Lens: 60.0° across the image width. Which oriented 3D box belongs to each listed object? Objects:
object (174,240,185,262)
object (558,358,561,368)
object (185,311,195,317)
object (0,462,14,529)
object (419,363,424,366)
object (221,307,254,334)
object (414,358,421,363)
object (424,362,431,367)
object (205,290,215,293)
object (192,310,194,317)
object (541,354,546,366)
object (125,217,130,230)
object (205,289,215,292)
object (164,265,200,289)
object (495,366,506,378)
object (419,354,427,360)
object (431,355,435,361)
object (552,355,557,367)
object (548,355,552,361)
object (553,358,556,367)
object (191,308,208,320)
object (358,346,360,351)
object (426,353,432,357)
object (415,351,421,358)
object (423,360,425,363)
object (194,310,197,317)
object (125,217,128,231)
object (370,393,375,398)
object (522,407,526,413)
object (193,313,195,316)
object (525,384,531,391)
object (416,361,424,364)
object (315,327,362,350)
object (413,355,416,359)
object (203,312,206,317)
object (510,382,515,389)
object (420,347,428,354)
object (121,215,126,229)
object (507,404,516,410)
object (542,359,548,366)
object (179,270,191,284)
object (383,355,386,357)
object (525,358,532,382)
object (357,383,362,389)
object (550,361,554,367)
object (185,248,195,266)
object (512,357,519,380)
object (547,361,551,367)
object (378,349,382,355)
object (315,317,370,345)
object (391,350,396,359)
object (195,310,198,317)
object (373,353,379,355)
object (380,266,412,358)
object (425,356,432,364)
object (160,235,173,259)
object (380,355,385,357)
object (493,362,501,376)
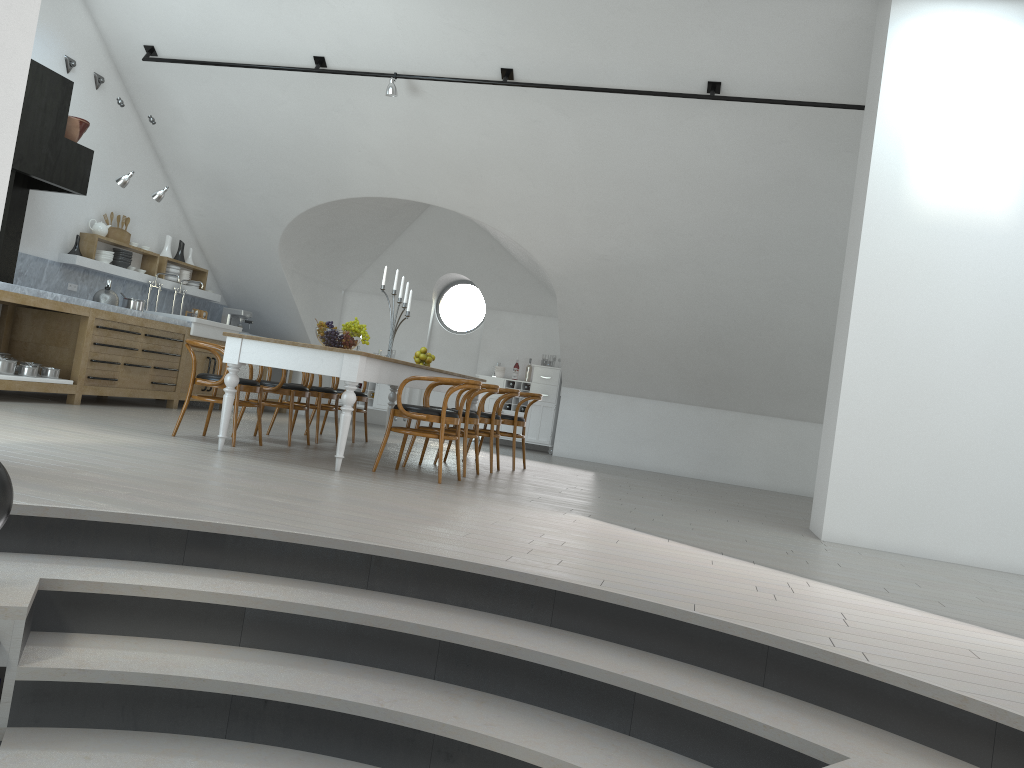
[{"bbox_3d":[-4.017,-1.609,10.745,0.156,0.268,0.156,8,-2,17],"label":"object"},{"bbox_3d":[0.645,-0.278,12.115,0.046,0.143,0.046,7,-3,24],"label":"object"},{"bbox_3d":[-4.011,-0.817,11.030,0.100,0.171,0.172,8,-2,14],"label":"object"},{"bbox_3d":[-1.679,0.324,2.671,0.319,0.563,0.320,9,-2,-14],"label":"object"},{"bbox_3d":[-0.862,-0.180,8.460,0.050,0.050,0.051,8,-2,16],"label":"object"},{"bbox_3d":[-3.562,-0.807,11.628,0.387,0.321,0.323,8,-2,13],"label":"object"},{"bbox_3d":[-0.901,-0.226,8.452,0.060,0.056,0.059,8,-2,7],"label":"object"},{"bbox_3d":[-0.814,-0.180,8.512,0.063,0.063,0.063,8,-2,24],"label":"object"},{"bbox_3d":[-3.927,-1.184,11.385,0.213,0.025,0.213,9,-1,0],"label":"object"},{"bbox_3d":[-3.985,-0.827,11.054,0.019,0.196,0.022,8,-3,1],"label":"object"},{"bbox_3d":[0.434,-0.320,12.128,0.048,0.169,0.048,6,-4,45],"label":"object"},{"bbox_3d":[-4.247,-1.687,9.733,0.039,0.298,0.067,8,-3,13],"label":"object"},{"bbox_3d":[-3.926,-1.193,11.386,0.213,0.025,0.213,9,-1,0],"label":"object"},{"bbox_3d":[-4.030,-1.302,10.807,0.198,0.196,0.655,8,-1,12],"label":"object"},{"bbox_3d":[-0.168,-0.160,12.253,0.154,0.160,0.157,7,-3,41],"label":"object"},{"bbox_3d":[-0.846,-0.256,8.430,0.071,0.064,0.072,8,-2,6],"label":"object"},{"bbox_3d":[-0.768,-0.251,8.538,0.063,0.063,0.062,9,-2,-25],"label":"object"},{"bbox_3d":[0.574,-0.305,12.256,0.063,0.187,0.063,9,-3,-1],"label":"object"},{"bbox_3d":[0.511,-0.311,12.252,0.054,0.179,0.054,8,-3,7],"label":"object"},{"bbox_3d":[0.575,-0.289,12.098,0.046,0.143,0.046,7,-3,24],"label":"object"},{"bbox_3d":[-3.971,-0.833,11.250,0.104,0.223,0.200,8,-2,13],"label":"object"},{"bbox_3d":[-2.209,-0.466,12.713,0.039,0.164,0.024,7,-3,25],"label":"object"},{"bbox_3d":[-0.799,-0.273,8.493,0.058,0.057,0.053,8,-2,27],"label":"object"},{"bbox_3d":[-0.898,-0.280,8.479,0.066,0.071,0.072,9,-2,-18],"label":"object"},{"bbox_3d":[-0.822,-0.235,8.563,0.076,0.076,0.077,9,-2,-20],"label":"object"},{"bbox_3d":[-3.969,-0.825,11.070,0.023,0.196,0.018,8,-3,8],"label":"object"},{"bbox_3d":[-4.257,-1.688,9.773,0.030,0.294,0.057,8,-3,13],"label":"object"},{"bbox_3d":[-1.918,0.163,12.402,0.082,0.083,0.316,8,-1,12],"label":"object"},{"bbox_3d":[0.178,0.352,12.126,0.081,0.081,0.358,8,-1,10],"label":"object"},{"bbox_3d":[-3.969,-0.816,11.044,0.019,0.179,0.044,10,-3,-22],"label":"object"},{"bbox_3d":[0.226,0.051,12.135,0.088,0.085,0.359,8,-1,13],"label":"object"},{"bbox_3d":[-0.886,-0.197,8.523,0.080,0.074,0.078,10,-2,-32],"label":"object"},{"bbox_3d":[-1.320,-0.323,6.723,0.360,0.160,0.360,9,-1,-7],"label":"object"},{"bbox_3d":[-0.917,-0.253,8.535,0.062,0.059,0.062,8,-2,17],"label":"object"},{"bbox_3d":[-3.927,-0.818,11.274,0.040,0.192,0.042,10,-3,-27],"label":"object"},{"bbox_3d":[0.027,0.018,12.189,0.093,0.094,0.358,8,-1,13],"label":"object"},{"bbox_3d":[-0.845,-0.320,8.499,0.072,0.074,0.072,8,-2,13],"label":"object"},{"bbox_3d":[-4.258,-1.691,9.670,0.019,0.300,0.057,8,-3,13],"label":"object"},{"bbox_3d":[0.012,0.325,12.171,0.156,0.085,0.330,8,-1,14],"label":"object"},{"bbox_3d":[0.448,-0.287,12.047,0.081,0.105,0.082,10,-3,-39],"label":"object"},{"bbox_3d":[-4.006,-1.301,10.803,0.154,0.160,0.157,7,-3,41],"label":"object"},{"bbox_3d":[-1.805,-0.357,12.518,0.094,0.093,0.093,8,-2,0],"label":"object"},{"bbox_3d":[0.233,-0.188,12.189,0.085,0.331,0.085,10,-3,-28],"label":"object"},{"bbox_3d":[-2.103,0.032,12.415,0.082,0.085,0.316,8,-1,13],"label":"object"},{"bbox_3d":[0.538,-0.268,12.188,0.071,0.099,0.071,8,-2,21],"label":"object"},{"bbox_3d":[-3.982,-1.575,10.965,0.156,0.219,0.156,9,-2,-6],"label":"object"},{"bbox_3d":[0.060,-0.212,12.234,0.081,0.330,0.081,8,-3,9],"label":"object"},{"bbox_3d":[0.492,-0.269,12.119,0.077,0.085,0.077,8,-2,21],"label":"object"},{"bbox_3d":[-1.864,-0.405,12.482,0.048,0.169,0.048,8,-3,0],"label":"object"},{"bbox_3d":[-1.289,-0.382,6.707,0.393,0.285,0.292,9,-2,-23],"label":"object"},{"bbox_3d":[-1.674,-0.386,12.473,0.063,0.187,0.063,9,-3,-2],"label":"object"},{"bbox_3d":[-3.950,-0.825,11.067,0.040,0.192,0.042,11,-4,-41],"label":"object"},{"bbox_3d":[-1.911,-0.381,12.411,0.082,0.105,0.081,7,-2,26],"label":"object"},{"bbox_3d":[-1.014,-0.620,7.680,0.265,0.876,0.775,9,-2,-13],"label":"object"},{"bbox_3d":[-0.796,-0.228,8.459,0.071,0.072,0.070,9,-2,-23],"label":"object"},{"bbox_3d":[-4.076,-1.623,10.489,0.156,0.268,0.156,8,-2,1],"label":"object"},{"bbox_3d":[-1.829,-0.358,12.429,0.077,0.085,0.077,8,-2,0],"label":"object"},{"bbox_3d":[-0.210,-0.207,12.496,0.115,0.209,0.065,8,-3,15],"label":"object"}]
